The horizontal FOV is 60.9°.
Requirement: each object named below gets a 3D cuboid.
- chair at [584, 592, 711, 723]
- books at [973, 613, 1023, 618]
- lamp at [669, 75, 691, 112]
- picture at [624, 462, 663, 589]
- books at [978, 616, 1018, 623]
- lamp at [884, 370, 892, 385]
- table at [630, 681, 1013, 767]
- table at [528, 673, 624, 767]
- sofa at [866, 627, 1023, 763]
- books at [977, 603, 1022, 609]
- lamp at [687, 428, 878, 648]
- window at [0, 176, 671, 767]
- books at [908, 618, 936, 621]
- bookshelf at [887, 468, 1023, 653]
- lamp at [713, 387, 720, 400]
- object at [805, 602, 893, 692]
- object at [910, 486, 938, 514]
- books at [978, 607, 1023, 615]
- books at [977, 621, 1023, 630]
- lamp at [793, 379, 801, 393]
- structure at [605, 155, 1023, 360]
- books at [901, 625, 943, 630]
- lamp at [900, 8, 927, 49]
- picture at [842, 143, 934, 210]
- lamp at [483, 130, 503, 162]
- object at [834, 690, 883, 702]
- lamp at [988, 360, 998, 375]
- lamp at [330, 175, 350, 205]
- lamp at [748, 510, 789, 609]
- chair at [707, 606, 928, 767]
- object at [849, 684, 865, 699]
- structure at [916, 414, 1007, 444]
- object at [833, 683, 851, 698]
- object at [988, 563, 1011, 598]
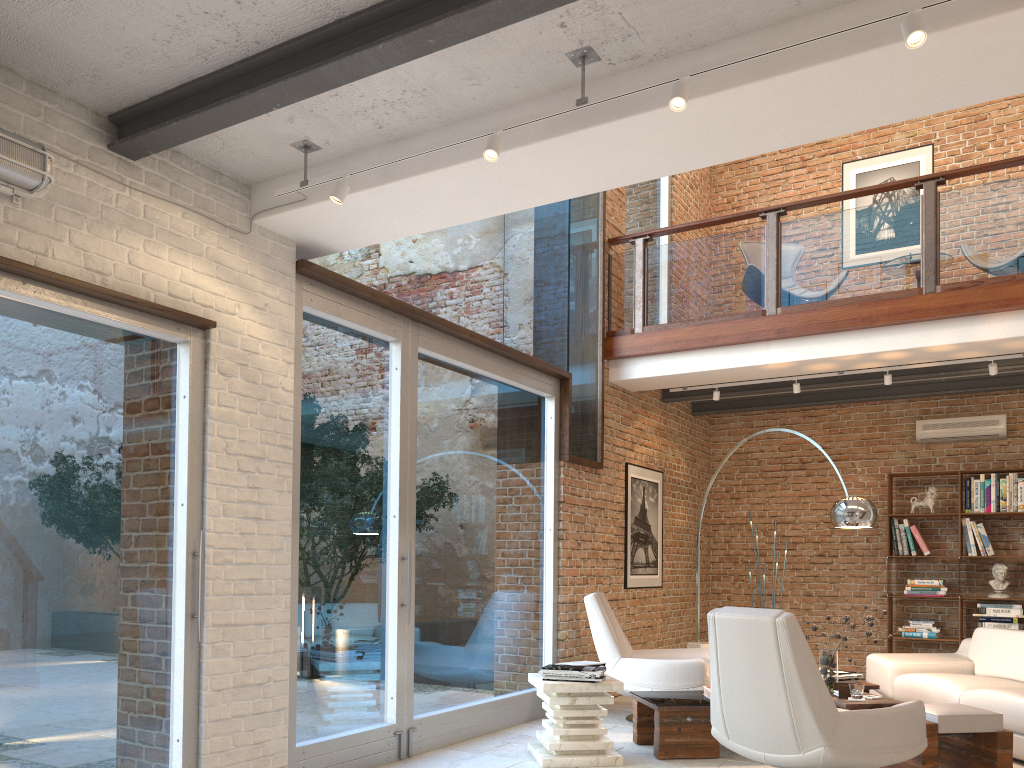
[{"bbox_3d":[1.064,2.134,6.839,0.984,0.982,1.044,-1,-7,15],"label":"chair"},{"bbox_3d":[4.774,2.266,8.541,0.446,0.020,0.276,-6,-14,31],"label":"books"},{"bbox_3d":[0.567,-0.981,2.948,0.061,0.127,0.087,-2,-5,33],"label":"lamp"},{"bbox_3d":[1.295,1.405,8.515,0.027,1.177,0.924,0,-5,31],"label":"picture"},{"bbox_3d":[4.753,2.304,8.538,0.327,0.054,0.259,-5,-13,25],"label":"books"},{"bbox_3d":[3.145,-0.046,7.293,0.061,0.127,0.087,-2,-5,33],"label":"lamp"},{"bbox_3d":[1.818,2.204,5.789,1.971,0.421,2.251,2,-12,-8],"label":"table"},{"bbox_3d":[0.386,2.078,5.426,0.495,0.496,0.503,2,-7,-9],"label":"table"},{"bbox_3d":[3.556,2.091,5.936,1.145,0.741,2.377,2,-11,-9],"label":"sofa"},{"bbox_3d":[4.785,2.176,8.553,0.381,0.036,0.248,-6,-14,31],"label":"books"},{"bbox_3d":[2.119,1.519,7.039,0.320,2.310,2.058,1,-6,-22],"label":"lamp"},{"bbox_3d":[-1.718,-1.136,4.107,0.648,6.289,12.534,0,-9,31],"label":"window"},{"bbox_3d":[4.190,2.406,8.907,0.253,0.017,0.165,-6,-14,31],"label":"books"},{"bbox_3d":[5.223,1.884,8.275,3.047,2.165,0.368,-4,-4,31],"label":"bookshelf"},{"bbox_3d":[1.886,0.098,8.045,0.059,0.127,0.087,1,-5,1],"label":"lamp"},{"bbox_3d":[2.227,1.725,5.737,0.542,0.598,0.321,0,-4,2],"label":"object"},{"bbox_3d":[4.194,1.181,8.875,0.253,0.278,0.132,-4,-6,39],"label":"object"},{"bbox_3d":[4.791,2.227,8.553,0.381,0.063,0.248,-5,-12,25],"label":"books"},{"bbox_3d":[4.782,2.363,8.533,0.380,0.063,0.249,-3,-12,18],"label":"books"},{"bbox_3d":[2.507,0.023,7.676,0.061,0.119,0.087,-2,-5,33],"label":"lamp"},{"bbox_3d":[2.959,-0.457,1.864,10.201,4.064,14.083,-6,-13,30],"label":"structure"},{"bbox_3d":[4.182,2.482,8.897,0.381,0.018,0.249,-5,-13,23],"label":"books"},{"bbox_3d":[1.188,-1.051,2.578,0.059,0.127,0.087,1,-5,1],"label":"lamp"},{"bbox_3d":[4.028,-1.889,9.368,0.916,1.178,0.028,-3,-3,31],"label":"picture"},{"bbox_3d":[-0.071,-0.913,3.331,0.061,0.119,0.087,-2,-5,33],"label":"lamp"},{"bbox_3d":[2.179,1.943,5.426,0.271,0.034,0.254,0,-12,3],"label":"object"},{"bbox_3d":[3.810,-0.127,6.905,0.061,0.114,0.096,-2,-6,38],"label":"lamp"},{"bbox_3d":[-0.738,-0.829,3.739,0.087,0.127,0.060,1,-3,-9],"label":"lamp"},{"bbox_3d":[2.645,2.209,9.057,0.418,1.793,0.201,1,-1,1],"label":"lamp"},{"bbox_3d":[1.462,1.657,4.536,0.981,0.999,1.036,6,-9,-42],"label":"chair"},{"bbox_3d":[2.122,1.893,5.364,0.091,0.083,0.093,2,-7,-10],"label":"object"},{"bbox_3d":[4.567,0.462,8.870,0.816,0.215,0.203,-6,-9,31],"label":"structure"},{"bbox_3d":[2.094,1.936,5.507,0.094,0.080,0.117,0,-8,3],"label":"object"},{"bbox_3d":[4.778,1.928,8.553,0.195,0.345,0.197,4,-5,-43],"label":"object"}]
